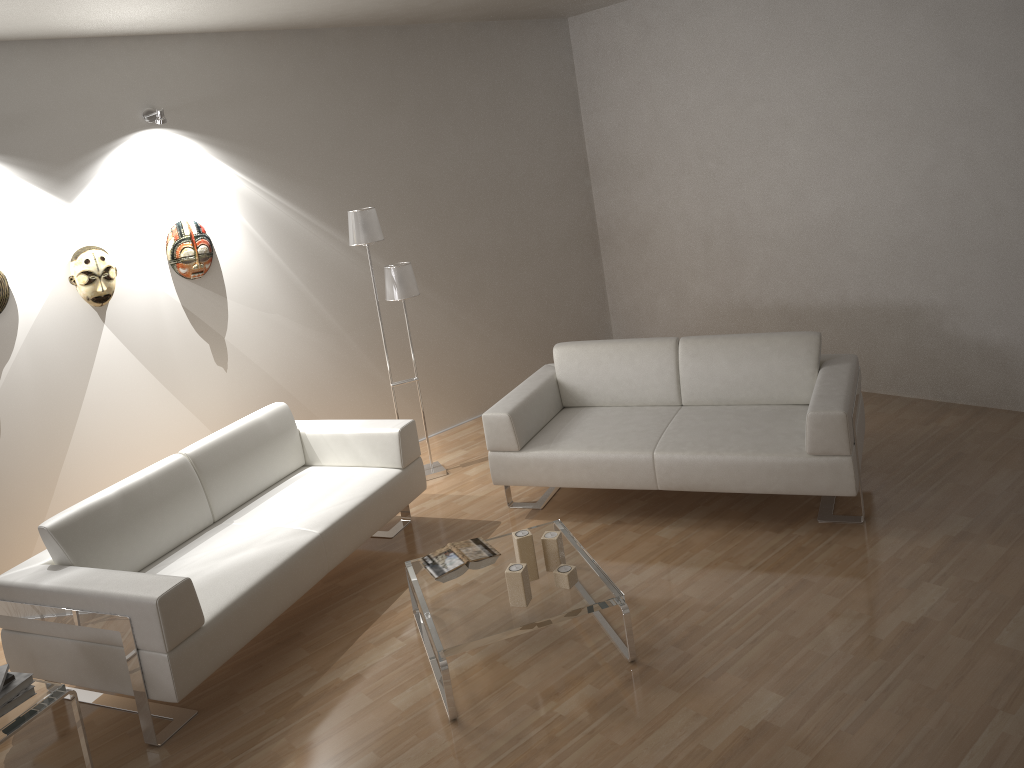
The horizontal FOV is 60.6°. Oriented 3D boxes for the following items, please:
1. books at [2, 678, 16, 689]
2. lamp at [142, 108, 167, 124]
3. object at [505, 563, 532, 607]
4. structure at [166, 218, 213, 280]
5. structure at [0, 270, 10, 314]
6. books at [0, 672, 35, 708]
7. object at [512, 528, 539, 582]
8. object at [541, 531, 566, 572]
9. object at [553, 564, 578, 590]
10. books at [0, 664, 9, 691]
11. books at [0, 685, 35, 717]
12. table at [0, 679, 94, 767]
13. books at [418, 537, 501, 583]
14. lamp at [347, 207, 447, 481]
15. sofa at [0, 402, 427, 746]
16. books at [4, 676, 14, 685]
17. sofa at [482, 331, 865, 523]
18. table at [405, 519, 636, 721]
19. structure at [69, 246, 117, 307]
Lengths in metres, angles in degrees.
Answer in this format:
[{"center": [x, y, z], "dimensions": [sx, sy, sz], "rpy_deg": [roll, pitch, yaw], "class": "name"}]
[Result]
[{"center": [-1.721, 0.993, 2.773], "dimensions": [0.151, 0.014, 0.224], "rpy_deg": [-3, 16, 20], "class": "books"}, {"center": [-1.939, -1.459, 4.764], "dimensions": [0.082, 0.106, 0.192], "rpy_deg": [-17, 16, -38], "class": "lamp"}, {"center": [0.024, 0.735, 3.226], "dimensions": [0.067, 0.147, 0.069], "rpy_deg": [-6, 9, 21], "class": "object"}, {"center": [-1.806, -0.762, 4.943], "dimensions": [0.270, 0.347, 0.075], "rpy_deg": [-17, 11, -39], "class": "structure"}, {"center": [-2.612, -0.438, 4.250], "dimensions": [0.324, 0.309, 0.069], "rpy_deg": [-18, 12, -39], "class": "structure"}, {"center": [-1.718, 1.013, 2.775], "dimensions": [0.226, 0.026, 0.297], "rpy_deg": [-3, 16, 20], "class": "books"}, {"center": [0.052, 0.659, 3.395], "dimensions": [0.067, 0.192, 0.068], "rpy_deg": [-11, 8, -14], "class": "object"}, {"center": [0.163, 0.652, 3.444], "dimensions": [0.067, 0.148, 0.069], "rpy_deg": [-6, 9, 21], "class": "object"}, {"center": [0.202, 0.722, 3.311], "dimensions": [0.067, 0.072, 0.069], "rpy_deg": [-1, 14, 35], "class": "object"}, {"center": [-1.725, 0.965, 2.769], "dimensions": [0.219, 0.014, 0.154], "rpy_deg": [-14, 16, -19], "class": "books"}, {"center": [-1.713, 1.039, 2.779], "dimensions": [0.226, 0.026, 0.297], "rpy_deg": [0, 18, 29], "class": "books"}, {"center": [-1.768, 1.248, 2.840], "dimensions": [0.548, 0.391, 0.479], "rpy_deg": [-3, 14, 25], "class": "table"}, {"center": [-0.217, 0.715, 3.596], "dimensions": [0.296, 0.054, 0.207], "rpy_deg": [-16, 16, -24], "class": "books"}, {"center": [-0.680, -0.236, 5.224], "dimensions": [0.369, 1.634, 0.211], "rpy_deg": [-12, 8, -19], "class": "lamp"}, {"center": [-1.231, 0.666, 3.995], "dimensions": [0.902, 0.721, 1.842], "rpy_deg": [-3, 15, 25], "class": "sofa"}, {"center": [-1.723, 0.979, 2.771], "dimensions": [0.151, 0.014, 0.224], "rpy_deg": [0, 18, 29], "class": "books"}, {"center": [0.847, 0.192, 4.538], "dimensions": [1.774, 0.722, 0.936], "rpy_deg": [-2, 14, 25], "class": "sofa"}, {"center": [-0.004, 0.878, 3.455], "dimensions": [0.705, 0.243, 0.812], "rpy_deg": [-12, 15, -14], "class": "table"}, {"center": [-2.176, -0.562, 4.587], "dimensions": [0.248, 0.321, 0.130], "rpy_deg": [-17, 11, -38], "class": "structure"}]
